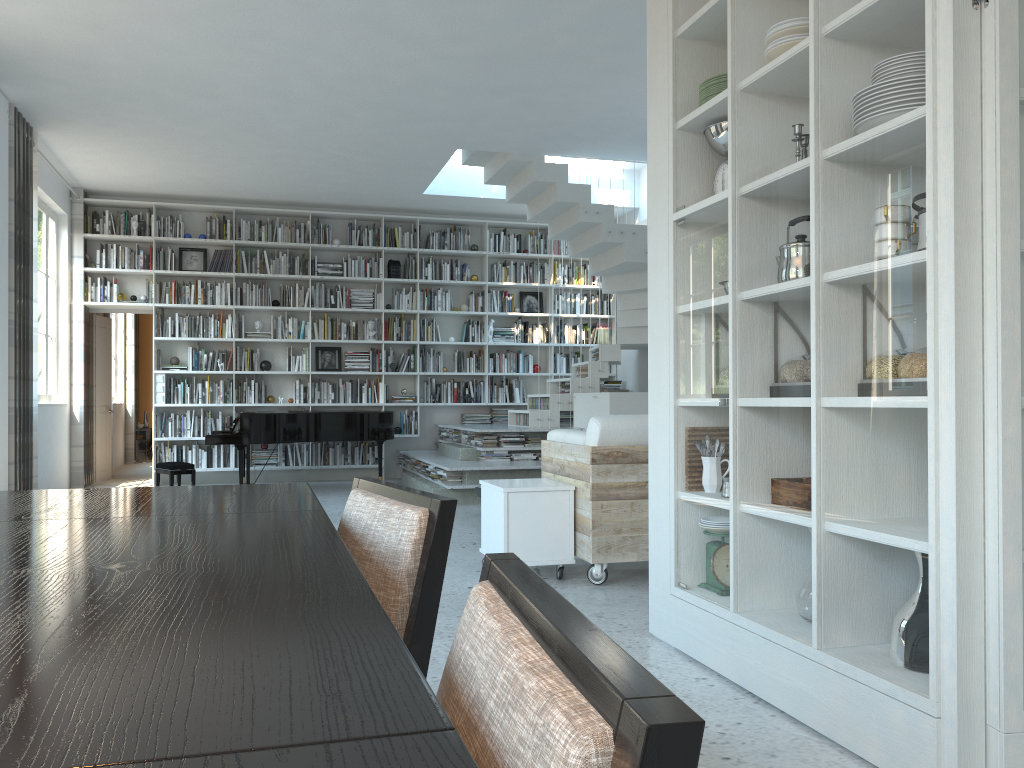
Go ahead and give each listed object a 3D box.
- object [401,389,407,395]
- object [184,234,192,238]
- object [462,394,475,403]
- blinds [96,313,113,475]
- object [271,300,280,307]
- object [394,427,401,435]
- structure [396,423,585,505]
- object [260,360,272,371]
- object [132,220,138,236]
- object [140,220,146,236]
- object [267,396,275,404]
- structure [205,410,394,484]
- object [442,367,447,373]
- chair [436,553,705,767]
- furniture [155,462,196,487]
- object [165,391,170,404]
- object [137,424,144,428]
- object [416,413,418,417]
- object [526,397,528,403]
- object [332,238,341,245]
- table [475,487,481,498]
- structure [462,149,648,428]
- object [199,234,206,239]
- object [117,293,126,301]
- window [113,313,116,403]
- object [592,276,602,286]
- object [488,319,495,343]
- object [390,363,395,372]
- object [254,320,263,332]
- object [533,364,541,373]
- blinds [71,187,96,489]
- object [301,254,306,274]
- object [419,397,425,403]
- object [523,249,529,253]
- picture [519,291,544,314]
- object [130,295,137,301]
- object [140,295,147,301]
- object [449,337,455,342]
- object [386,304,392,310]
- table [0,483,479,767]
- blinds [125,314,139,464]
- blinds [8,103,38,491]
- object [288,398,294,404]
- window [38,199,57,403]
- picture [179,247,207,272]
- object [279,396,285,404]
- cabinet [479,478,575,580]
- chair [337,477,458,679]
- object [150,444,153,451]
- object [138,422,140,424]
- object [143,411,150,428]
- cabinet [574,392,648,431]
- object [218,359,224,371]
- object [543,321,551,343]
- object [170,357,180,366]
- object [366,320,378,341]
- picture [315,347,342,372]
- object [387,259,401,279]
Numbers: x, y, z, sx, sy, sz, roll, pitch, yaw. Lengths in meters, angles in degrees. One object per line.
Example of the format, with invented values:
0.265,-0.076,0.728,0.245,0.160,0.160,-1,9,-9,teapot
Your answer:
-1.287,0.092,10.579,0.071,0.072,0.071,-1,-1,33,object
-3.653,-1.653,9.995,0.082,0.083,0.082,0,-1,-38,object
-0.526,0.175,10.723,0.160,0.114,0.064,0,-1,-28,object
-5.077,-0.461,10.973,0.140,3.231,0.776,0,0,-16,blinds
-2.730,-0.924,10.244,0.097,0.098,0.097,-1,-1,33,object
-1.361,0.554,10.540,0.093,0.095,0.094,-1,-1,33,object
0.289,0.794,9.649,2.899,0.659,3.113,0,-1,-16,structure
-2.840,-0.207,10.227,0.133,0.135,0.134,-1,-1,33,object
-4.140,-1.702,9.742,0.067,0.198,0.067,0,-1,27,object
-4.062,-1.701,9.764,0.067,0.198,0.067,0,-1,27,object
-2.788,0.180,10.249,0.091,0.092,0.091,0,-1,-38,object
-2.157,0.700,9.272,1.918,0.832,1.334,0,-1,-16,structure
-0.825,-0.169,10.800,0.071,0.072,0.071,-1,-1,33,object
-0.234,0.545,0.557,0.570,0.782,0.480,0,-1,-11,chair
-3.206,0.917,8.443,0.240,0.353,0.467,0,-1,-41,furniture
-3.814,0.150,9.824,0.045,0.146,0.045,0,-1,23,object
-5.758,0.657,13.724,0.118,0.061,0.118,0,-1,-8,object
-1.141,0.473,10.638,0.011,0.260,0.142,0,-1,-16,object
0.197,0.200,11.098,0.071,0.072,0.071,-1,-1,33,object
-2.068,-1.659,10.434,0.105,0.106,0.104,0,-1,-38,object
0.475,0.953,6.941,1.270,0.218,1.258,0,-1,-16,table
0.521,-0.907,9.332,2.613,3.382,1.954,0,-1,-16,structure
-3.502,-1.653,10.038,0.082,0.083,0.082,0,-1,-38,object
-4.302,-0.960,9.773,0.086,0.088,0.087,-1,-1,33,object
-5.608,-0.729,12.226,0.073,2.009,1.983,0,-1,-16,window
1.112,-1.301,11.239,0.203,0.137,0.095,0,-1,0,object
-0.259,-0.644,10.811,0.087,0.288,0.075,0,-1,19,object
-1.411,-0.194,10.485,0.054,0.113,0.079,0,-1,-17,object
-2.926,-0.670,10.228,0.095,0.157,0.121,0,-1,-2,object
0.303,-0.187,11.107,0.115,0.116,0.115,0,-1,-38,object
-4.755,-0.485,9.840,0.140,3.231,0.776,0,0,-16,blinds
-2.400,-1.370,10.236,0.075,0.254,0.075,0,-1,-37,object
-1.093,0.196,10.716,0.071,0.072,0.071,-1,-1,33,object
0.170,-1.637,11.014,0.071,0.072,0.071,-1,-1,33,object
0.247,-1.015,11.184,0.300,0.300,0.077,0,-1,-16,picture
-4.203,-0.951,9.851,0.071,0.072,0.071,0,-1,-38,object
-4.096,-0.952,9.861,0.071,0.072,0.071,0,-1,-38,object
-0.733,-0.538,10.793,0.071,0.072,0.071,-1,-1,33,object
-1.466,-0.914,10.537,0.071,0.072,0.071,-1,-1,33,object
-0.702,0.577,0.883,1.086,0.736,2.199,0,-1,-16,table
-5.840,-0.405,13.660,0.140,3.231,0.776,0,0,-16,blinds
-3.991,-0.541,7.154,0.140,3.231,0.776,0,0,-16,blinds
-2.560,0.195,10.269,0.061,0.062,0.061,-1,-1,33,object
-4.524,-0.808,8.409,0.073,2.009,1.983,0,-1,-16,window
-3.630,-1.400,10.086,0.300,0.300,0.077,0,-1,-16,picture
-2.654,0.179,10.218,0.060,0.095,0.078,0,-1,1,object
0.071,0.768,4.703,0.380,0.487,0.502,0,-1,-16,cabinet
-0.431,0.561,1.363,0.570,0.782,0.480,0,-1,-26,chair
-4.539,0.721,13.191,1.481,0.540,1.451,0,-1,-16,object
-5.850,0.638,13.818,0.106,0.103,0.106,0,-1,-8,object
-5.711,0.556,13.841,0.091,0.268,0.091,0,-1,30,object
1.018,0.422,8.891,0.551,0.668,0.993,0,-1,-16,cabinet
-3.273,-0.213,9.960,0.081,0.140,0.044,0,-1,-32,object
0.440,-0.641,11.029,0.087,0.288,0.075,0,-1,19,object
-3.787,-0.254,9.959,0.105,0.106,0.105,0,-1,-38,object
-1.654,-0.626,10.445,0.138,0.244,0.137,-1,-1,40,object
-2.172,-0.289,10.491,0.300,0.300,0.077,0,-1,-16,picture
-1.407,-1.363,10.587,0.135,0.248,0.135,0,-1,-26,object
